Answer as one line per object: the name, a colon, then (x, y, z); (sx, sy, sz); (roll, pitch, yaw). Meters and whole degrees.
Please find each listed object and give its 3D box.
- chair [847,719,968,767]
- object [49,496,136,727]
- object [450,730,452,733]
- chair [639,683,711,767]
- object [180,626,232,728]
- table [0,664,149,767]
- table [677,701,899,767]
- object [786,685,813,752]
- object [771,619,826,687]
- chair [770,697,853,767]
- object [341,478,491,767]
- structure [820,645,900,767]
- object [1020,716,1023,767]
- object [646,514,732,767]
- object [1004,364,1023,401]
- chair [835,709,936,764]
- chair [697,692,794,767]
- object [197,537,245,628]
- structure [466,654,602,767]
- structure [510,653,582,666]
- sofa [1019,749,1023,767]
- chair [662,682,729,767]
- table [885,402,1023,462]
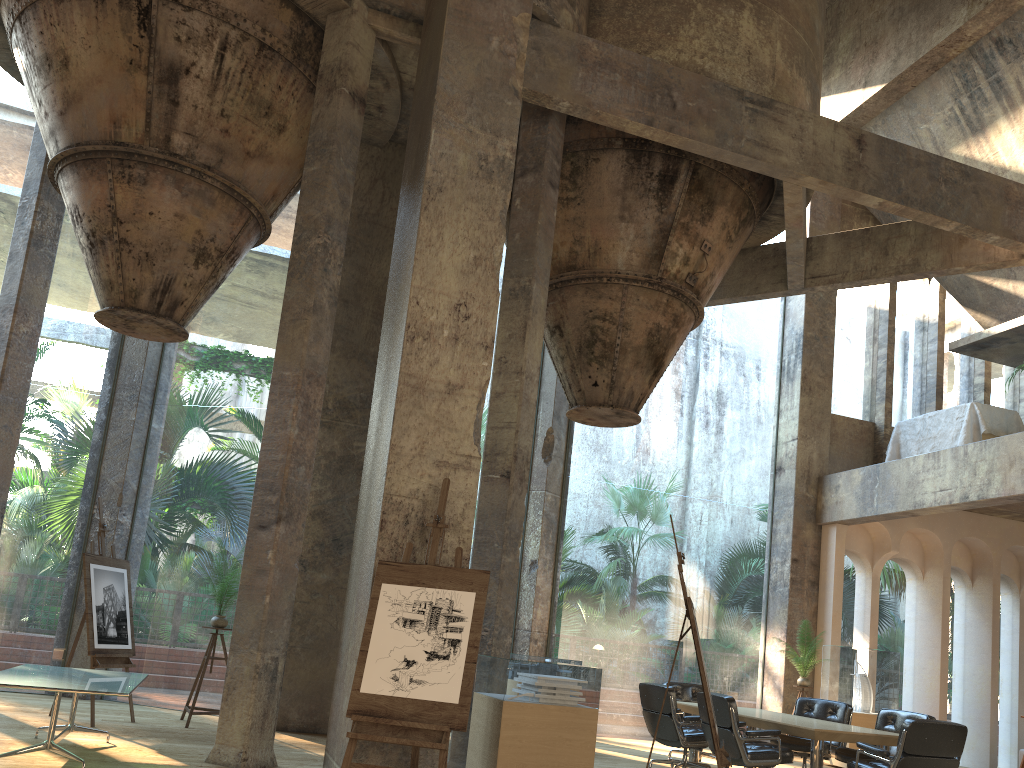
chair: (3.066, 3.079, 6.974); (0.736, 0.871, 0.836); (11, -14, -21)
object: (-3.896, 2.141, 8.378); (0.683, 2.095, 0.719); (4, -10, 11)
object: (-0.624, 3.467, 9.756); (0.657, 0.949, 0.586); (2, -12, 18)
chair: (1.698, 3.441, 8.690); (0.826, 0.871, 0.744); (10, -13, -16)
object: (-2.966, 2.970, 8.920); (0.576, 0.949, 0.669); (11, -13, -23)
table: (-3.239, 2.398, 6.361); (0.945, 0.532, 1.913); (11, -16, -16)
table: (2.569, 3.551, 8.424); (1.110, 0.682, 2.464); (10, -16, -16)
object: (3.867, 4.562, 11.832); (0.660, 0.949, 0.584); (-2, -14, 36)
object: (3.941, 3.665, 12.037); (0.868, 0.917, 0.698); (13, -13, -26)
chair: (3.065, 3.716, 9.127); (0.734, 0.871, 0.837); (-6, -18, 45)
object: (-0.533, 1.554, 5.177); (0.700, 2.095, 0.701); (5, -10, 8)
structure: (4.528, 4.236, 11.480); (0.748, 1.510, 0.604); (10, -11, -17)
object: (4.826, 3.427, 8.177); (0.662, 1.266, 0.581); (10, -11, -17)
object: (1.212, 1.939, 5.849); (0.683, 2.095, 0.719); (4, -10, 14)
object: (6.629, -0.152, 10.234); (1.361, 1.765, 1.433); (9, -12, -11)
chair: (3.418, 3.475, 8.185); (0.829, 0.871, 0.742); (12, -13, -23)
chair: (2.055, 3.168, 7.641); (0.824, 0.871, 0.746); (9, -13, -10)
object: (-2.872, 2.041, 9.009); (0.858, 0.917, 0.706); (5, -12, 3)
structure: (0.144, 2.590, 6.589); (0.740, 0.990, 0.758); (10, -12, -17)
structure: (0.284, 3.673, 10.198); (0.748, 0.990, 0.749); (10, -12, -17)
sofa: (8.829, 5.224, 11.857); (2.942, 0.704, 2.110); (11, -16, -17)
chair: (2.104, 3.824, 9.840); (0.736, 0.871, 0.835); (11, -14, -22)
table: (6.033, 0.824, 12.015); (1.121, 0.781, 1.788); (10, -16, -17)
